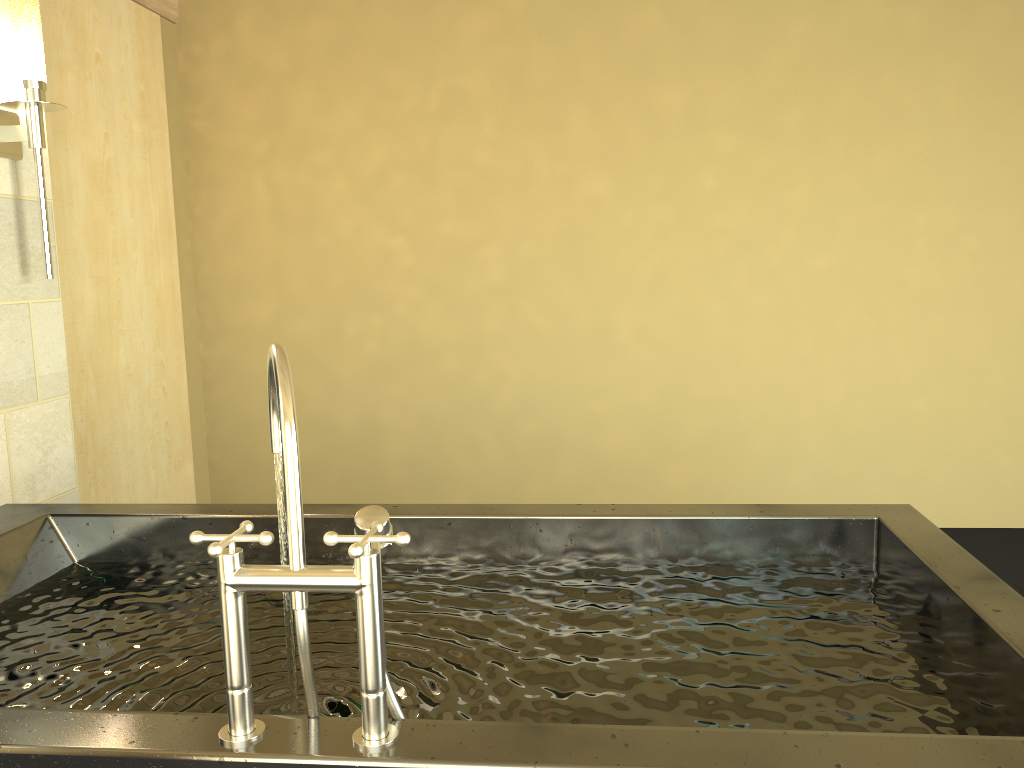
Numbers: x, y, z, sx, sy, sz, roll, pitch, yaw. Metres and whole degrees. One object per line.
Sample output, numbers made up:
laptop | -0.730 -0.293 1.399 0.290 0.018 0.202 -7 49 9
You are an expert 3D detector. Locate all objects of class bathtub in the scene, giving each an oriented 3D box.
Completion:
bathtub | -0.245 0.473 1.552 2.132 1.160 1.070 -1 7 7

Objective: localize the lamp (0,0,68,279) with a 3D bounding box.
lamp | -1.384 -0.725 2.568 0.188 0.836 0.176 -1 7 7
